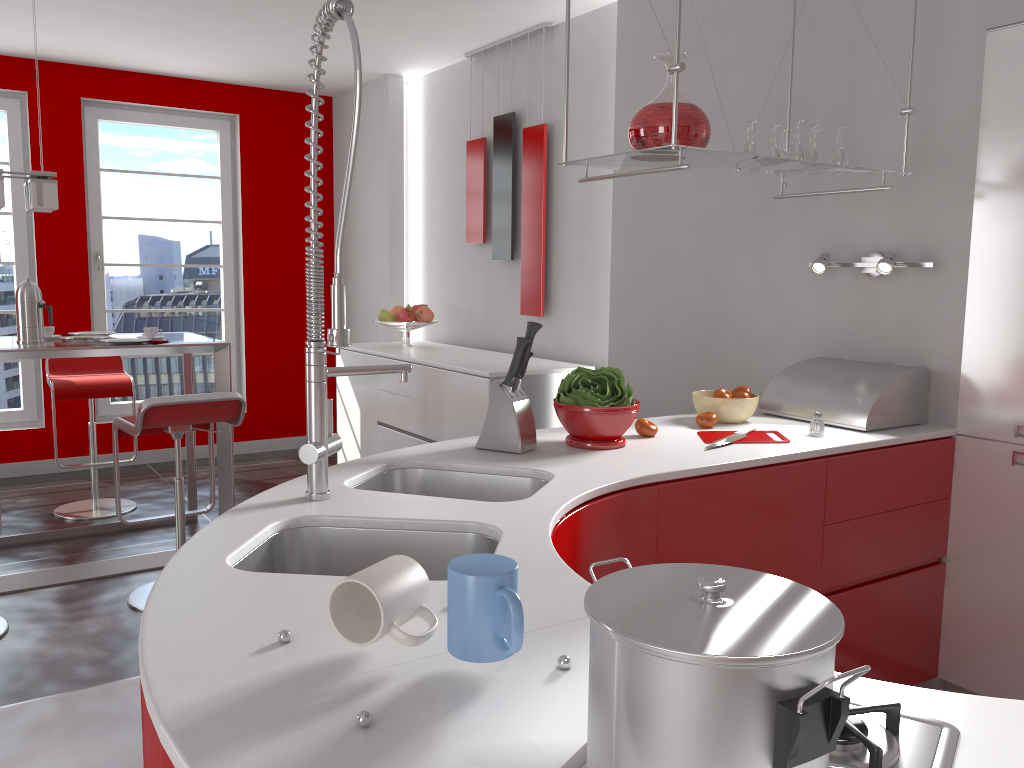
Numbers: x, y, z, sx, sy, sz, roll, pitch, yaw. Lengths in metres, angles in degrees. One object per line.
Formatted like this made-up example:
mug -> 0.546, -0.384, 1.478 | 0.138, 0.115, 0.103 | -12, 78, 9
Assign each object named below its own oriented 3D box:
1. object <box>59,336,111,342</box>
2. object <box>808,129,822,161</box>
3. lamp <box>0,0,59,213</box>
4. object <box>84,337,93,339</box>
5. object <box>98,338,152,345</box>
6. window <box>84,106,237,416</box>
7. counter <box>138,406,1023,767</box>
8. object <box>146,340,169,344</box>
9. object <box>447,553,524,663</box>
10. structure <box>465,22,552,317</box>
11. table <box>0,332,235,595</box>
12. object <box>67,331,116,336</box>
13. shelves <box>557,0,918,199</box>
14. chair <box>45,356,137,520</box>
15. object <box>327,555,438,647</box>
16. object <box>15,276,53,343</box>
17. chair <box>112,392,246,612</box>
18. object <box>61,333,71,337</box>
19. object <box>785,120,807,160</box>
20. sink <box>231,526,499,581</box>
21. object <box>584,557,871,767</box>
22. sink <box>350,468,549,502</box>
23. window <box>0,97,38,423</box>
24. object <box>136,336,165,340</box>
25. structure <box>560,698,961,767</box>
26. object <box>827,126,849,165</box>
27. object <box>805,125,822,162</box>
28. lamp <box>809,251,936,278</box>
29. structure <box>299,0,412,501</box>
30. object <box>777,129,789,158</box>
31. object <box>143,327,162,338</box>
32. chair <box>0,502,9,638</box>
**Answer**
object -> -1.931, -0.204, 4.014 | 0.217, 0.015, 0.217 | 1, 7, 4
object -> 0.917, -0.701, 2.707 | 0.060, 0.141, 0.060 | -4, 8, -33
lamp -> -2.143, -1.265, 3.778 | 0.304, 1.025, 0.304 | -4, 8, -33
object -> -1.927, -0.209, 4.027 | 0.036, 0.006, 0.034 | 1, 7, 4
object -> -1.698, -0.186, 3.896 | 0.217, 0.015, 0.217 | 1, 7, 3
window -> -2.395, -0.819, 6.127 | 0.938, 2.038, 0.117 | -4, 8, -33
counter -> 0.389, 0.672, 1.817 | 1.868, 0.880, 2.865 | 1, 7, 1
object -> -1.579, -0.191, 3.966 | 0.095, 0.012, 0.234 | -4, 8, -33
object -> -0.021, 0.255, 1.003 | 0.109, 0.100, 0.080 | 5, 8, 30
structure -> -0.047, -1.148, 4.962 | 0.040, 1.503, 0.820 | -4, 8, -33
table -> -2.209, 0.313, 3.945 | 1.700, 1.000, 0.800 | -4, 8, -33
object -> -2.032, -0.240, 4.294 | 0.217, 0.015, 0.217 | 5, 8, 32
shelves -> 0.646, -1.065, 2.439 | 0.934, 1.023, 0.462 | -4, 8, -33
chair -> -2.306, 0.268, 4.872 | 0.418, 0.857, 0.460 | -3, 8, -31
object -> -0.143, 0.256, 1.047 | 0.109, 0.080, 0.100 | 4, 8, 26
object -> -2.103, -0.329, 3.900 | 0.149, 0.287, 0.113 | -3, 8, -25
chair -> -1.333, 0.443, 3.572 | 0.418, 0.857, 0.460 | -5, 9, -38
object -> -2.150, -0.230, 4.222 | 0.095, 0.012, 0.234 | -4, 9, -34
object -> 0.817, -0.683, 2.549 | 0.060, 0.141, 0.060 | -4, 8, -33
sink -> -0.233, 0.370, 1.479 | 0.428, 0.172, 0.326 | 1, 7, 6
object -> 0.148, 0.238, 0.674 | 0.218, 0.185, 0.189 | 3, 8, 19
sink -> -0.134, 0.312, 1.952 | 0.428, 0.172, 0.326 | 3, 7, 18
window -> -3.483, -0.744, 5.419 | 0.938, 2.038, 0.117 | -4, 8, -33
object -> -1.681, -0.214, 4.129 | 0.119, 0.016, 0.119 | -1, 7, -13
structure -> 0.202, 0.338, 0.770 | 0.303, 0.037, 0.457 | 5, 8, 31
object -> 0.973, -0.693, 2.642 | 0.060, 0.141, 0.060 | -4, 8, -33
object -> 0.885, -0.691, 2.622 | 0.060, 0.141, 0.060 | -4, 8, -33
lamp -> 1.112, -0.380, 2.824 | 0.155, 0.081, 0.454 | -4, 8, -33
structure -> -0.317, -0.227, 1.683 | 0.178, 0.920, 0.308 | 2, 7, 10
object -> 0.822, -0.702, 2.704 | 0.060, 0.141, 0.060 | 5, 9, 33
object -> -1.674, -0.238, 4.130 | 0.078, 0.049, 0.062 | -4, 9, -33
chair -> -2.036, 0.490, 3.122 | 0.418, 0.857, 0.460 | -3, 8, -28
